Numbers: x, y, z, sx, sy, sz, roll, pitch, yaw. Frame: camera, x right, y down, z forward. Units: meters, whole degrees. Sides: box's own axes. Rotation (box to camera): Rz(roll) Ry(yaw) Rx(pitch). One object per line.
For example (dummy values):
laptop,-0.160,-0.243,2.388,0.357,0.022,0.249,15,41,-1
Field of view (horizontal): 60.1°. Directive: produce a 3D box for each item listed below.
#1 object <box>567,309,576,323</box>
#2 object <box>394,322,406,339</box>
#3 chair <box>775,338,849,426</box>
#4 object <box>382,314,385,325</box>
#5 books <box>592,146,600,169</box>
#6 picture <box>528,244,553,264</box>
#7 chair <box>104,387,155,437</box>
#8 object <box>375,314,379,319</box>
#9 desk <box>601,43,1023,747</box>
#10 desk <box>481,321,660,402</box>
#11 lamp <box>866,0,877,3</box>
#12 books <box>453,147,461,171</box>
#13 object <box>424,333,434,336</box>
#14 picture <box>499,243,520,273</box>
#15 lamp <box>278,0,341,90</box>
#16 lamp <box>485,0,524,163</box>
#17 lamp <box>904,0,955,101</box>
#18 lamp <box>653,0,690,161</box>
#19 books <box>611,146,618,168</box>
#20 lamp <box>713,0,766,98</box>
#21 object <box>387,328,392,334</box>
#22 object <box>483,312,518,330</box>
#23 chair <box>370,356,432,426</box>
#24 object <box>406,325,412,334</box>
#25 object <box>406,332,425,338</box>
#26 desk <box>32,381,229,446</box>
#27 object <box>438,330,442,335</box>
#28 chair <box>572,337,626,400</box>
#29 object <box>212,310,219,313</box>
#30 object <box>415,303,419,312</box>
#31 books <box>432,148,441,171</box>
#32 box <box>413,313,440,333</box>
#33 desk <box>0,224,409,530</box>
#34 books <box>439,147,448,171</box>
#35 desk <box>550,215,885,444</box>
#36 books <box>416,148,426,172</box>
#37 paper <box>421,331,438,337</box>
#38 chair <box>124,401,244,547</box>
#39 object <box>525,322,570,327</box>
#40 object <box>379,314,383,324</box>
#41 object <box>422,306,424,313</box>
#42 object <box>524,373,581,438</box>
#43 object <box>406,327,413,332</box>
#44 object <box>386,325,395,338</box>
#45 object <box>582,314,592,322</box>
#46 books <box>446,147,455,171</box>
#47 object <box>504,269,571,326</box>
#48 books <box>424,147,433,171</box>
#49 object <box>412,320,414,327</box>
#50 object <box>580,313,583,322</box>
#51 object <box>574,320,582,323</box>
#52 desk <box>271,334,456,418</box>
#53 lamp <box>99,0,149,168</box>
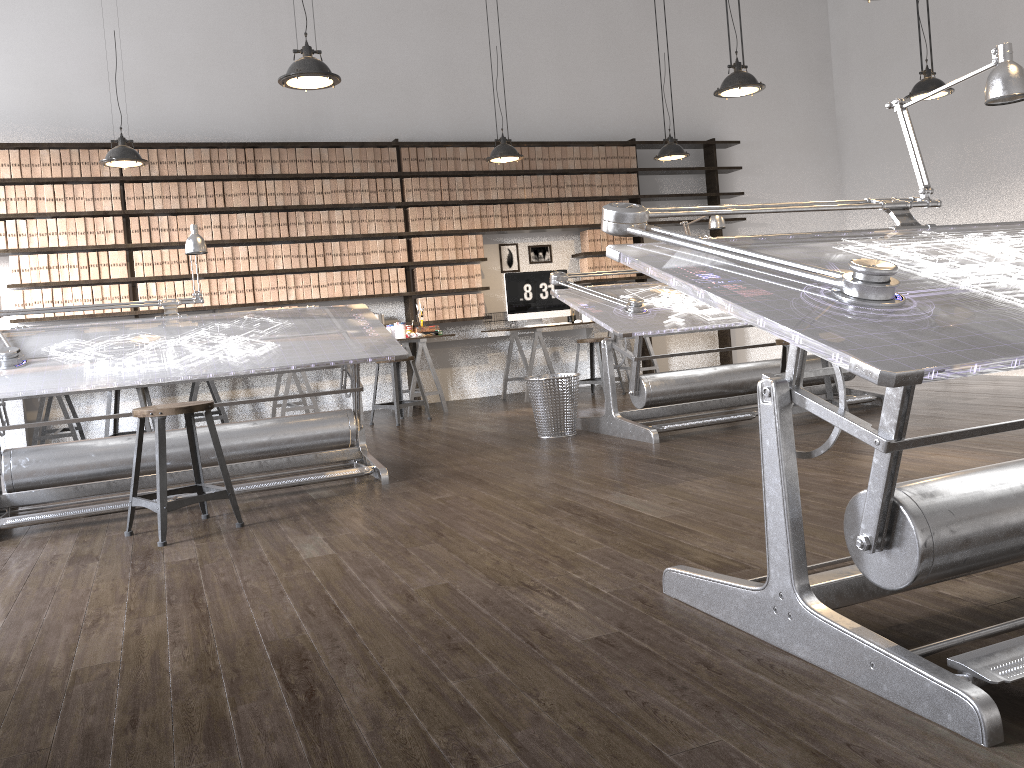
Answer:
object,0.578,-0.658,8.585,0.097,0.142,0.091,-7,3,-42
object,-0.990,-0.475,7.863,0.105,0.141,0.104,-5,2,-14
chair,1.622,0.008,4.838,0.371,0.527,0.359,-5,2,6
object,-1.199,-0.588,8.108,0.062,0.095,0.062,-4,2,10
books,0.807,-2.254,8.891,0.067,0.225,0.174,-5,2,-22
picture,0.280,-1.295,8.845,0.251,0.183,0.023,-6,2,-22
chair,-2.762,0.259,6.418,0.372,0.527,0.358,-5,2,-14
object,-1.225,-0.576,7.973,0.062,0.095,0.062,-4,2,10
desk,1.319,-0.211,2.234,2.072,1.385,1.076,-6,3,-22
desk,0.627,-0.245,8.383,1.671,0.669,0.656,-6,3,-22
lamp,1.522,-2.795,3.738,0.311,2.263,0.313,-5,1,3
books,-0.541,-2.100,8.344,0.067,0.225,0.174,-5,2,-22
object,-0.732,-0.432,7.754,0.011,0.017,0.172,-3,4,36
picture,-0.028,-1.240,8.721,0.202,0.284,0.022,-6,2,-23
lamp,-1.107,-2.630,4.412,0.311,2.250,0.313,-5,1,-2
lamp,-0.152,-2.905,7.022,0.311,2.250,0.313,-5,1,3
lamp,2.731,-3.070,5.973,0.311,2.250,0.312,-6,2,-42
lamp,1.282,-3.069,7.605,0.311,2.250,0.313,-5,1,3
books,0.998,-2.276,8.970,0.067,0.225,0.174,-5,2,-22
lamp,1.297,-2.905,5.390,0.311,2.250,0.313,-5,1,3
object,-1.095,-0.446,7.835,0.062,0.094,0.062,-4,2,28
object,-0.106,-0.592,8.293,0.285,0.160,0.203,-7,4,-30
chair,-0.915,0.053,7.094,0.358,0.527,0.373,-3,3,41
object,-0.913,-0.467,7.852,0.050,0.112,0.049,-5,2,-18
object,-0.837,-0.432,7.721,0.132,0.050,0.197,-2,5,39
desk,-2.977,0.167,6.918,1.671,0.669,0.656,-6,3,-22
object,-0.645,-0.458,7.890,0.049,0.037,0.049,-6,3,-18
chair,0.747,-0.139,7.799,0.371,0.527,0.359,-3,3,36
object,-2.526,-0.524,7.554,0.182,0.271,0.156,-7,3,-38
object,-0.830,-0.619,7.930,0.055,0.214,0.007,-5,1,-15
books,-0.731,-2.078,8.268,0.067,0.225,0.174,-5,2,-22
box,-0.774,-0.538,7.937,0.212,0.207,0.137,-6,2,-22
desk,-1.762,-0.114,4.421,2.284,1.385,1.076,-6,3,-22
books,-0.666,-2.085,8.295,0.067,0.225,0.174,-5,2,-22
desk,1.332,-0.468,5.680,2.072,1.385,1.076,-6,3,-22
books,-0.862,-2.063,8.215,0.067,0.225,0.174,-5,2,-22
paper,-0.724,-0.443,7.790,0.155,0.038,0.138,-5,4,-7
chair,-1.358,0.349,3.617,0.359,0.527,0.371,-7,3,-44
object,0.334,-0.543,8.133,0.440,0.017,0.118,-7,5,-27
object,-1.208,-0.582,8.038,0.063,0.094,0.063,-4,2,10
object,-0.811,-0.609,7.935,0.071,0.186,0.008,-4,1,20
object,0.269,0.136,5.550,0.353,0.377,0.354,-5,3,0
object,-0.912,-0.460,7.921,0.060,0.088,0.059,-6,2,-17
object,-1.074,-0.468,7.944,0.095,0.128,0.094,-6,3,-26
object,0.719,-0.664,8.473,0.094,0.144,0.095,-5,2,4
books,-0.601,-2.092,8.315,0.067,0.225,0.174,-5,2,-22
object,0.233,-0.803,8.368,0.644,0.517,0.204,-6,2,-22
books,-0.795,-2.070,8.238,0.067,0.225,0.174,-5,2,-22
object,-0.890,-0.496,7.926,0.033,0.147,0.005,-5,1,-23
object,0.705,-0.670,8.580,0.097,0.143,0.096,-5,2,-5
object,0.616,-0.584,8.263,0.059,0.028,0.106,-7,4,-25
desk,-1.349,-0.019,7.580,1.671,0.669,0.656,-6,3,-22
lamp,-2.723,-2.611,5.976,0.311,2.250,0.312,-6,2,-42
